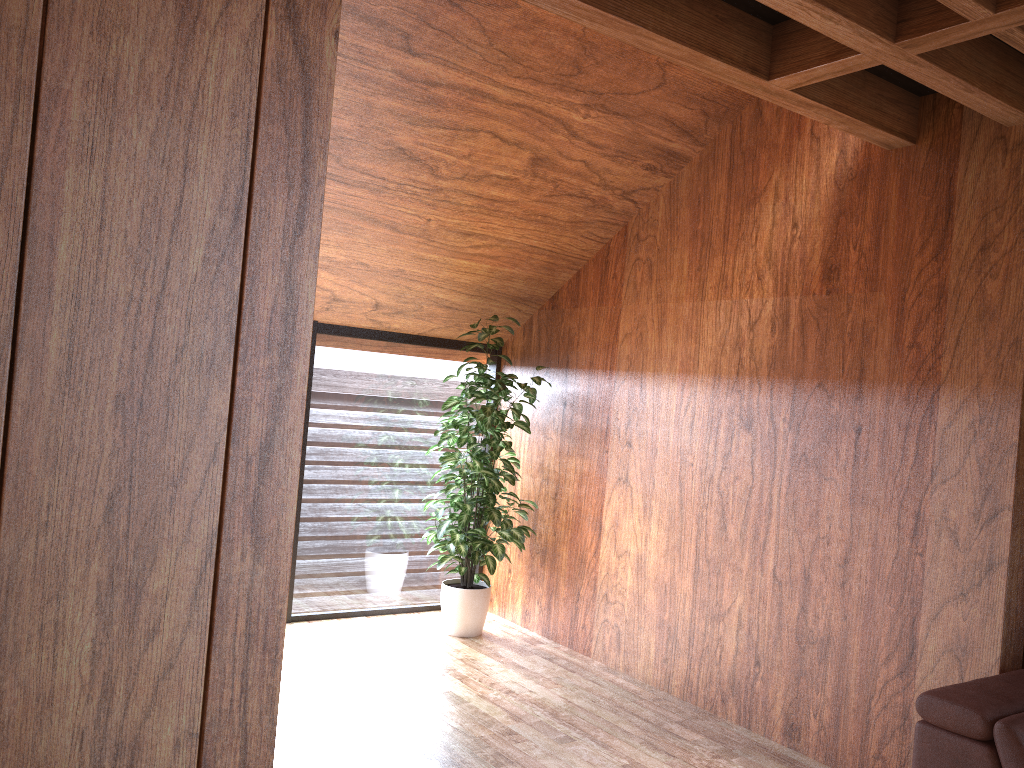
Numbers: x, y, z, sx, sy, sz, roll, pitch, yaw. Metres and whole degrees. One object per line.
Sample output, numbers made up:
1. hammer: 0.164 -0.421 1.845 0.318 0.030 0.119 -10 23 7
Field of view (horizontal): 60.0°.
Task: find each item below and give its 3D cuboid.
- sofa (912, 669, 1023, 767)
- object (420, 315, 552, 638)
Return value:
1. sofa: 2.260 1.112 1.761 1.713 0.760 2.484 5 -1 -35
2. object: -0.163 0.469 4.673 0.642 1.690 0.674 5 -1 -28
